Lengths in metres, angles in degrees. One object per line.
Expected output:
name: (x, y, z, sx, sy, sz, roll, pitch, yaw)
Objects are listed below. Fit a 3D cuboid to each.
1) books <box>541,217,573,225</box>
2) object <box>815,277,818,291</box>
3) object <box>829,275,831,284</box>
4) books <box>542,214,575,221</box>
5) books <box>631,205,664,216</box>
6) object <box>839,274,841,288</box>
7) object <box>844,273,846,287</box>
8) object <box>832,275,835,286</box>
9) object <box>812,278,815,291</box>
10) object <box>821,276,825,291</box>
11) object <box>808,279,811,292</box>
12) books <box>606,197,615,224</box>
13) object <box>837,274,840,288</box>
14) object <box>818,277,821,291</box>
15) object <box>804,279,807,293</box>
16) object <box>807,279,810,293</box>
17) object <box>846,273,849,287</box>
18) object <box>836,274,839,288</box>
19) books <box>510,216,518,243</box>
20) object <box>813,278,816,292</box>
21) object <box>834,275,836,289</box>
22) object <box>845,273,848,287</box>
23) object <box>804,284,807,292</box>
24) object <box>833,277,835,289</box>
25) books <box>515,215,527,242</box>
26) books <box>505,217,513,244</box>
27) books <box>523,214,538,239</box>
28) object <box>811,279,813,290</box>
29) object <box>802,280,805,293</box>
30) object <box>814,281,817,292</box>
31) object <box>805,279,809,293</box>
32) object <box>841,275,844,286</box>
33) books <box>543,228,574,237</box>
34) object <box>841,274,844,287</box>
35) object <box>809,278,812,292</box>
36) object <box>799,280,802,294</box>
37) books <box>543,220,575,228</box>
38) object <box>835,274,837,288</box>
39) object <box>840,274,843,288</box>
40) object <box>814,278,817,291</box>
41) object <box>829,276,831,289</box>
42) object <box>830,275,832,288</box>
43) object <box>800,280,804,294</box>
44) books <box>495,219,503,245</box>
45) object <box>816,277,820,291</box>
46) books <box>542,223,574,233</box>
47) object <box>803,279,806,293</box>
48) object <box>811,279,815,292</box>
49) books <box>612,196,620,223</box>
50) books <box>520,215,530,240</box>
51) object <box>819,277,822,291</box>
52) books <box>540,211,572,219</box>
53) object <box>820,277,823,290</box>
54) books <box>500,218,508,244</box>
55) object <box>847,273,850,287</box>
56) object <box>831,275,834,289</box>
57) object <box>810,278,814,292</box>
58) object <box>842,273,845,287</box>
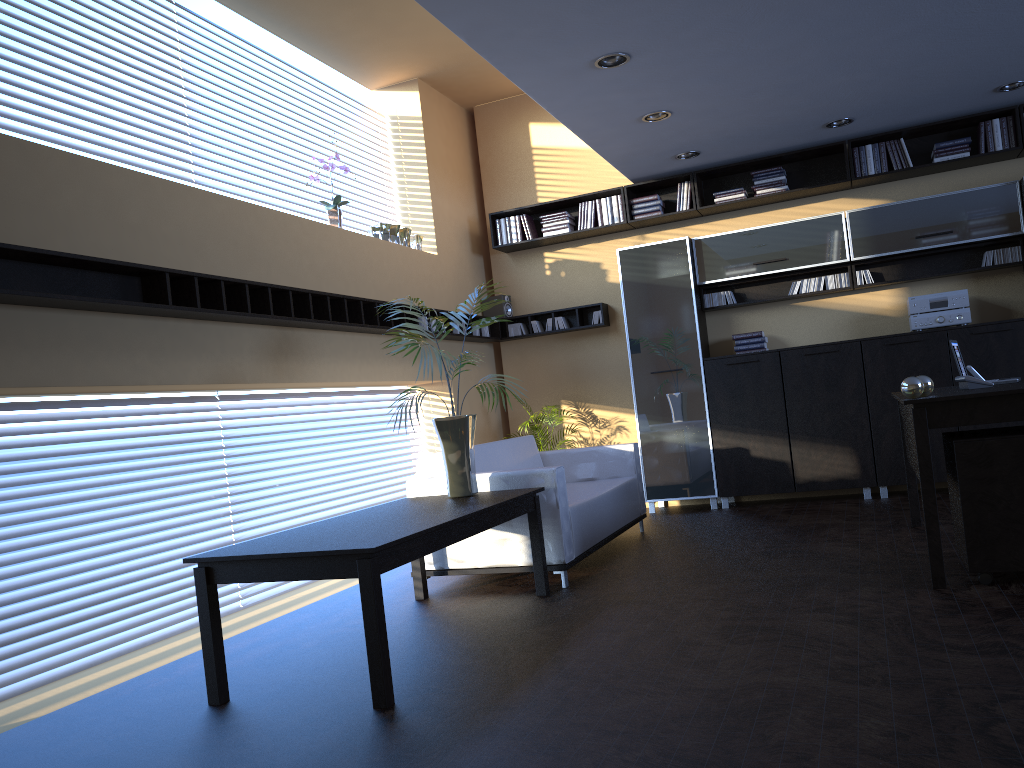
books: (0.430, -1.543, 8.445, 0.259, 0.028, 0.207, -7, -2, 22)
object: (2.648, -0.857, 7.693, 0.040, 0.118, 0.142, -7, -1, 21)
object: (2.748, -0.870, 7.655, 0.009, 0.120, 0.142, -7, -1, 21)
books: (0.444, -1.572, 8.455, 0.259, 0.028, 0.207, -7, -2, 21)
books: (1.246, -1.576, 8.125, 0.259, 0.050, 0.207, -7, -2, 21)
object: (2.819, -0.879, 7.618, 0.009, 0.120, 0.142, -7, -1, 21)
object: (2.856, -0.884, 7.603, 0.009, 0.120, 0.142, -7, -1, 22)
object: (2.773, -0.874, 7.636, 0.009, 0.120, 0.142, -7, -1, 21)
object: (2.618, -0.854, 7.698, 0.036, 0.116, 0.140, -7, -1, 21)
object: (2.693, -0.863, 7.669, 0.040, 0.118, 0.142, -7, -1, 21)
object: (2.590, -0.850, 7.711, 0.040, 0.118, 0.142, -7, -1, 21)
books: (0.938, -1.591, 8.243, 0.050, 0.258, 0.207, -7, -1, 22)
object: (2.809, -0.878, 7.620, 0.009, 0.120, 0.142, -7, -1, 21)
object: (2.666, -0.860, 7.683, 0.040, 0.118, 0.142, -7, -1, 21)
object: (2.563, -0.847, 7.722, 0.036, 0.116, 0.140, -7, -1, 22)
object: (2.582, -0.849, 7.716, 0.036, 0.116, 0.140, -7, -1, 21)
object: (2.874, -0.886, 7.592, 0.009, 0.120, 0.142, -7, -1, 21)
object: (2.803, -0.877, 7.632, 0.009, 0.120, 0.142, -7, -1, 21)
books: (0.051, -1.479, 8.603, 0.050, 0.258, 0.207, -7, -1, 22)
object: (2.626, -0.855, 7.691, 0.040, 0.118, 0.142, -7, -1, 21)
object: (2.783, -0.875, 7.636, 0.009, 0.120, 0.142, -7, -1, 21)
object: (2.867, -0.885, 7.603, 0.009, 0.120, 0.142, -7, -1, 21)
object: (2.564, -0.847, 7.725, 0.040, 0.118, 0.142, -7, -1, 22)
object: (2.772, -0.874, 7.634, 0.006, 0.118, 0.140, -7, -1, 21)
books: (0.099, -1.485, 8.585, 0.050, 0.258, 0.207, -7, -1, 21)
books: (0.000, -1.472, 8.615, 0.050, 0.258, 0.207, -7, -1, 21)
books: (0.186, -1.496, 8.548, 0.075, 0.259, 0.207, -7, -1, 21)
object: (2.608, -0.853, 7.699, 0.036, 0.116, 0.140, -7, -1, 21)
object: (2.545, -0.844, 7.730, 0.036, 0.116, 0.140, -7, -1, 21)
object: (2.637, -0.856, 7.693, 0.040, 0.118, 0.142, -7, -1, 21)
object: (2.571, -0.848, 7.715, 0.040, 0.118, 0.142, -7, -1, 21)
object: (2.841, -0.882, 7.620, 0.009, 0.120, 0.142, -7, -1, 21)
books: (0.452, -1.424, 8.445, 0.259, 0.050, 0.207, -7, -2, 22)
object: (2.840, -0.882, 7.615, 0.006, 0.118, 0.140, -7, -1, 21)
object: (2.601, -0.852, 7.710, 0.040, 0.118, 0.142, -7, -1, 22)
object: (2.524, -0.842, 7.735, 0.040, 0.118, 0.142, -7, -1, 21)
books: (0.451, -1.516, 8.459, 0.259, 0.028, 0.207, -7, -2, 21)
object: (2.790, -0.876, 7.626, 0.009, 0.120, 0.142, -7, -1, 21)
object: (2.830, -0.881, 7.619, 0.009, 0.120, 0.142, -7, -1, 21)
object: (2.636, -0.856, 7.689, 0.036, 0.116, 0.140, -7, -1, 21)
object: (2.747, -0.870, 7.652, 0.006, 0.118, 0.140, -7, -1, 22)
object: (2.754, -0.871, 7.644, 0.006, 0.118, 0.140, -7, -1, 21)
object: (2.534, -0.843, 7.731, 0.040, 0.118, 0.142, -7, -1, 21)
books: (-0.093, -1.460, 8.660, 0.050, 0.258, 0.207, -7, -1, 21)
object: (2.655, -0.859, 7.683, 0.040, 0.118, 0.142, -7, -1, 21)
books: (0.438, -1.474, 8.454, 0.258, 0.050, 0.207, -7, -2, 21)
object: (2.553, -0.846, 7.724, 0.036, 0.116, 0.140, -7, -1, 21)
object: (2.619, -0.854, 7.701, 0.040, 0.118, 0.142, -7, -1, 21)
books: (0.987, -1.597, 8.225, 0.050, 0.258, 0.207, -7, -1, 21)
books: (0.158, -1.492, 8.564, 0.075, 0.259, 0.207, -7, -1, 21)
object: (2.675, -0.861, 7.678, 0.040, 0.118, 0.142, -7, -1, 21)
books: (0.421, -1.598, 8.462, 0.259, 0.028, 0.207, -7, -2, 21)
object: (2.683, -0.862, 7.671, 0.036, 0.116, 0.140, -7, -1, 21)
books: (-0.044, -1.467, 8.644, 0.050, 0.258, 0.207, -7, -1, 21)
object: (2.884, -0.888, 7.591, 0.009, 0.120, 0.142, -7, -1, 21)
object: (2.762, -0.872, 7.637, 0.009, 0.120, 0.142, -7, -1, 21)
object: (2.610, -0.853, 7.705, 0.040, 0.118, 0.142, -7, -1, 21)
object: (2.847, -0.883, 7.606, 0.009, 0.120, 0.142, -7, -1, 21)
